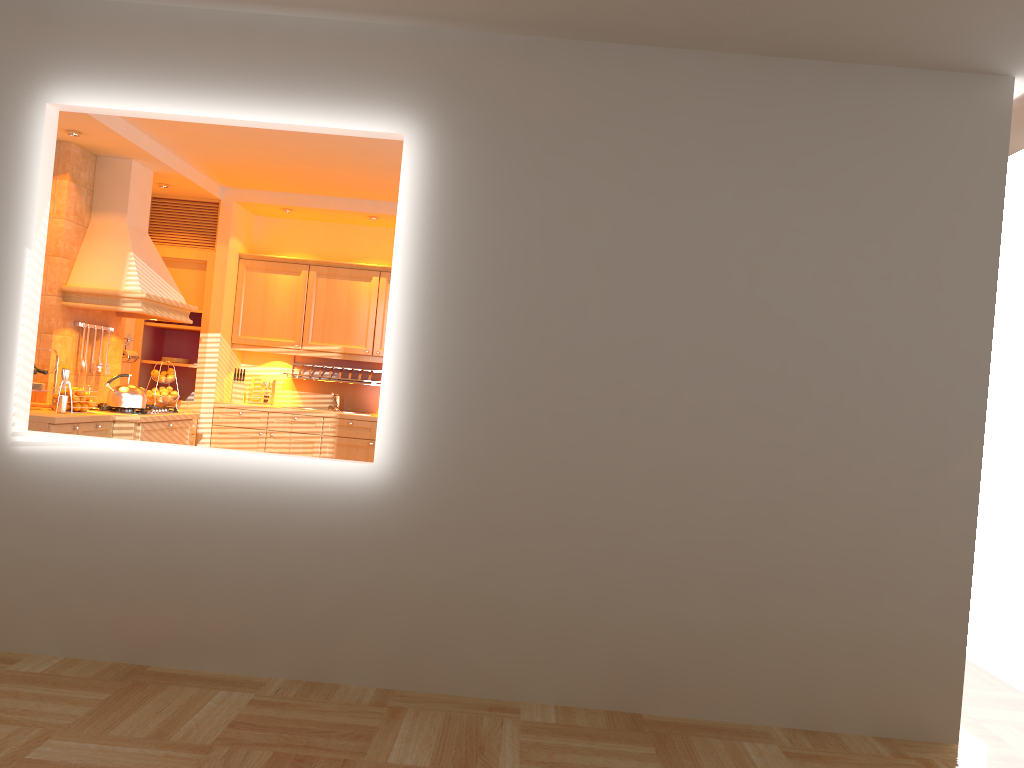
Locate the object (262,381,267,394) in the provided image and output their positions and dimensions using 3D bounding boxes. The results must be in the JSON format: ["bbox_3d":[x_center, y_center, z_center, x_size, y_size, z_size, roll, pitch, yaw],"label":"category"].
[{"bbox_3d":[-2.112,0.074,7.569,0.042,0.192,0.040,6,-1,-38],"label":"object"}]

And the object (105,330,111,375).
[{"bbox_3d":[-2.900,-0.229,6.379,0.020,0.323,0.061,5,-1,1],"label":"object"}]

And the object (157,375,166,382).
[{"bbox_3d":[-2.770,-0.044,7.012,0.064,0.058,0.063,6,-1,-33],"label":"object"}]

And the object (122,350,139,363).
[{"bbox_3d":[-3.015,-0.218,6.958,0.096,0.094,0.186,5,-1,1],"label":"object"}]

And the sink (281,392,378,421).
[{"bbox_3d":[-1.517,0.237,7.471,0.746,0.336,0.465,5,-1,1],"label":"sink"}]

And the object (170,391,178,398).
[{"bbox_3d":[-2.680,0.083,7.039,0.064,0.060,0.063,5,-1,16],"label":"object"}]

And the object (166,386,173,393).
[{"bbox_3d":[-2.715,0.046,7.030,0.050,0.052,0.049,5,-1,9],"label":"object"}]

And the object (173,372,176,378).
[{"bbox_3d":[-2.720,-0.068,7.104,0.057,0.060,0.058,5,-1,22],"label":"object"}]

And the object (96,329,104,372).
[{"bbox_3d":[-2.920,-0.239,6.274,0.037,0.309,0.077,5,-1,1],"label":"object"}]

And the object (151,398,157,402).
[{"bbox_3d":[-2.829,0.119,7.013,0.046,0.043,0.047,6,-1,-39],"label":"object"}]

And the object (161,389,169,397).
[{"bbox_3d":[-2.722,0.072,6.955,0.056,0.063,0.065,6,-1,-23],"label":"object"}]

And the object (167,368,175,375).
[{"bbox_3d":[-2.718,-0.097,7.063,0.055,0.059,0.058,6,-1,-43],"label":"object"}]

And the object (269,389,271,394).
[{"bbox_3d":[-2.080,0.090,7.599,0.044,0.178,0.019,6,-1,-22],"label":"object"}]

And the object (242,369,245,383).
[{"bbox_3d":[-2.262,0.004,7.454,0.019,0.265,0.037,5,-1,-16],"label":"object"}]

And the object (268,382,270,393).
[{"bbox_3d":[-2.089,0.079,7.582,0.022,0.196,0.018,5,-1,5],"label":"object"}]

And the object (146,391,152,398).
[{"bbox_3d":[-2.849,0.085,6.977,0.056,0.057,0.053,6,-1,-22],"label":"object"}]

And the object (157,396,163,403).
[{"bbox_3d":[-2.778,0.120,6.997,0.052,0.056,0.057,6,-1,-37],"label":"object"}]

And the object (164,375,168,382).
[{"bbox_3d":[-2.766,-0.043,7.089,0.058,0.059,0.058,5,-1,32],"label":"object"}]

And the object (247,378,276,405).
[{"bbox_3d":[-2.145,0.065,7.608,0.200,0.221,0.103,5,-1,1],"label":"object"}]

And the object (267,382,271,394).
[{"bbox_3d":[-2.101,0.076,7.617,0.042,0.192,0.040,6,-1,-39],"label":"object"}]

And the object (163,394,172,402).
[{"bbox_3d":[-2.718,0.112,6.997,0.064,0.062,0.064,5,-1,-12],"label":"object"}]

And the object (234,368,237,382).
[{"bbox_3d":[-2.324,-0.002,7.424,0.019,0.265,0.037,6,-1,-35],"label":"object"}]

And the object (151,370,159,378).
[{"bbox_3d":[-2.818,-0.080,7.005,0.063,0.064,0.061,5,-1,10],"label":"object"}]

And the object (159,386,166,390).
[{"bbox_3d":[-2.777,0.041,7.048,0.050,0.048,0.051,5,-1,34],"label":"object"}]

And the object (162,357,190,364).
[{"bbox_3d":[-2.788,-0.194,7.361,0.222,0.039,0.222,5,-1,18],"label":"object"}]

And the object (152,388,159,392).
[{"bbox_3d":[-2.814,0.057,6.999,0.056,0.058,0.055,5,-1,37],"label":"object"}]

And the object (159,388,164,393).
[{"bbox_3d":[-2.752,0.062,7.002,0.063,0.061,0.063,6,-1,-25],"label":"object"}]

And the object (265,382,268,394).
[{"bbox_3d":[-2.099,0.078,7.577,0.017,0.196,0.020,5,-1,27],"label":"object"}]

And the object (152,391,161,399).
[{"bbox_3d":[-2.788,0.083,6.950,0.063,0.063,0.063,5,-1,13],"label":"object"}]

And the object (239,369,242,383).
[{"bbox_3d":[-2.283,0.002,7.444,0.019,0.265,0.038,5,-1,-16],"label":"object"}]

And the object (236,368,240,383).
[{"bbox_3d":[-2.304,0.000,7.434,0.019,0.265,0.038,5,-1,-16],"label":"object"}]

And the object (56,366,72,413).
[{"bbox_3d":[-2.700,0.031,5.326,0.101,0.288,0.088,5,-1,1],"label":"object"}]

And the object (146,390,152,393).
[{"bbox_3d":[-2.889,0.070,7.060,0.044,0.047,0.046,5,-1,22],"label":"object"}]

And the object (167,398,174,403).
[{"bbox_3d":[-2.729,0.121,7.063,0.063,0.061,0.064,6,-1,-21],"label":"object"}]

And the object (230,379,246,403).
[{"bbox_3d":[-2.302,0.059,7.453,0.100,0.200,0.070,6,-1,-25],"label":"object"}]

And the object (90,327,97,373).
[{"bbox_3d":[-2.905,-0.233,6.178,0.017,0.320,0.090,5,-1,1],"label":"object"}]

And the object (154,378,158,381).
[{"bbox_3d":[-2.814,-0.048,7.051,0.057,0.056,0.051,6,-1,-39],"label":"object"}]

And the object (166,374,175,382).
[{"bbox_3d":[-2.716,-0.046,7.051,0.063,0.063,0.064,5,-1,18],"label":"object"}]

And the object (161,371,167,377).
[{"bbox_3d":[-2.770,-0.079,7.058,0.051,0.051,0.050,5,-1,25],"label":"object"}]

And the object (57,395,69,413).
[{"bbox_3d":[-2.708,0.122,5.339,0.060,0.106,0.060,6,-1,-31],"label":"object"}]

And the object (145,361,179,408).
[{"bbox_3d":[-2.773,0.002,7.048,0.265,0.376,0.265,6,-1,-40],"label":"object"}]
